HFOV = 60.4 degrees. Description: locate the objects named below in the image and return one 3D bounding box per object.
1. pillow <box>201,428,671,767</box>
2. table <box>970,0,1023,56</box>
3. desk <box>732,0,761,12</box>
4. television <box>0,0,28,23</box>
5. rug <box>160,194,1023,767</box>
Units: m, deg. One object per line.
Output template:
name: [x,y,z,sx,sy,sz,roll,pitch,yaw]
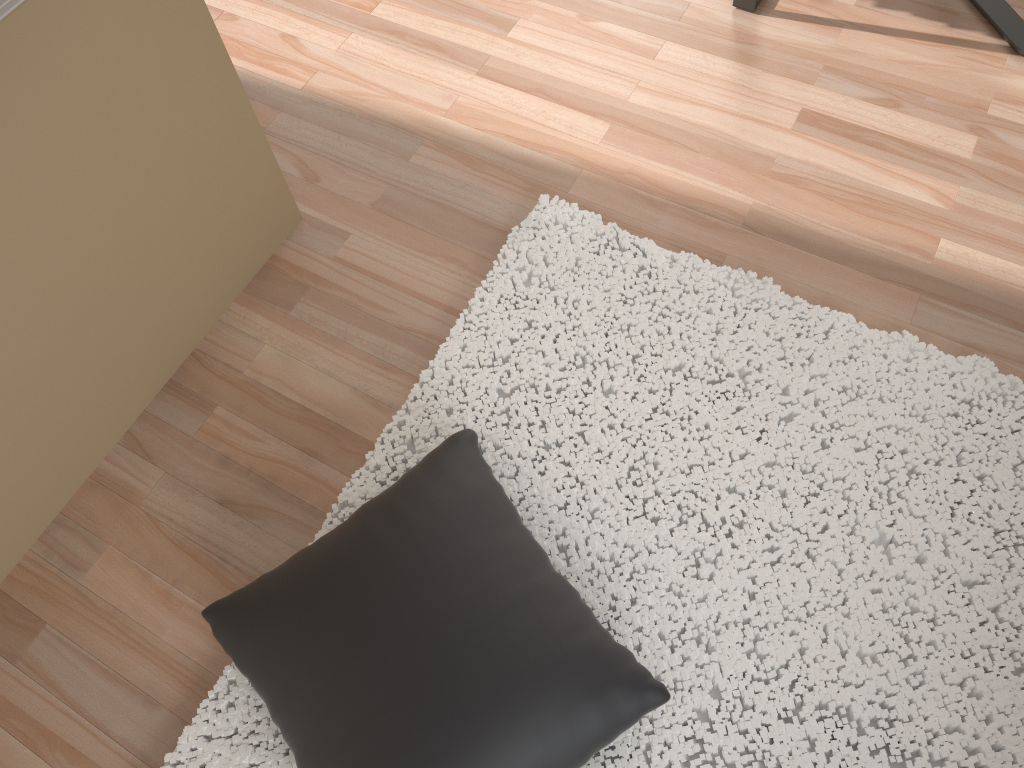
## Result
pillow: [-0.144,0.461,1.495,0.591,0.199,0.633,-33,62,-14]
table: [1.242,-1.418,2.266,0.820,0.652,0.966,21,64,16]
desk: [0.155,-1.844,2.614,1.625,0.651,0.837,25,65,18]
television: [-0.973,-0.198,0.701,0.055,0.548,1.223,23,64,16]
rug: [0.206,0.628,1.474,1.470,0.043,2.109,23,63,18]
